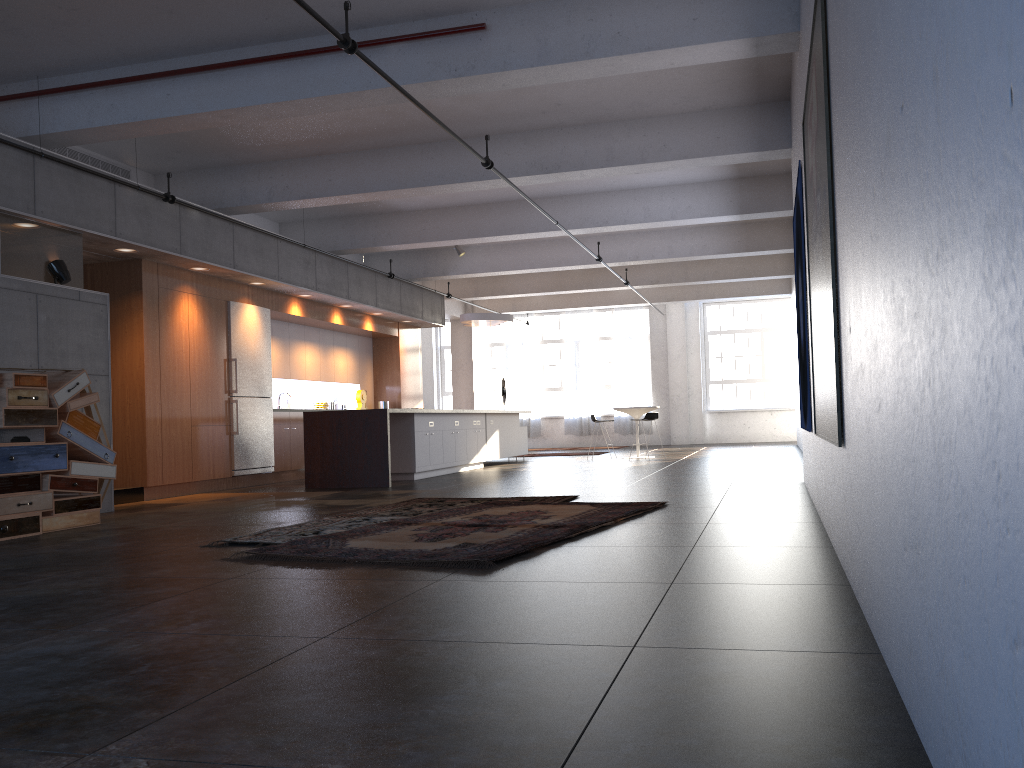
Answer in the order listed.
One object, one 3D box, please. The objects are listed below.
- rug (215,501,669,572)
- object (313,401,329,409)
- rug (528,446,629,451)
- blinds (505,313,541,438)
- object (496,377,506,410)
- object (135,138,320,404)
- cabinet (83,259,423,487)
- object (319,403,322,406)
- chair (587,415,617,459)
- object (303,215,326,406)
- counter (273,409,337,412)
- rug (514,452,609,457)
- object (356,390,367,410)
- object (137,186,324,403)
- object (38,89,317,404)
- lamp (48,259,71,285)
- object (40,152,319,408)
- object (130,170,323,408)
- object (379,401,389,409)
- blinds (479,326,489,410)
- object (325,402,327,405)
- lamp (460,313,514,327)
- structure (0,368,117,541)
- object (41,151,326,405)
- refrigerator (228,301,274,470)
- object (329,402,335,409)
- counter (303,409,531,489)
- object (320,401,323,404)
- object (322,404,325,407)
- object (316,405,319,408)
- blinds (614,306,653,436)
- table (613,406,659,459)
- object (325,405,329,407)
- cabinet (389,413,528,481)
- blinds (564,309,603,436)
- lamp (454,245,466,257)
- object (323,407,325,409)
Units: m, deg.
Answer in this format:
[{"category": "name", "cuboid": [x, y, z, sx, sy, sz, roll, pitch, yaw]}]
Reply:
[{"category": "rug", "cuboid": [-0.190, 0.991, 6.208, 1.847, 0.048, 3.580, -3, -3, 25]}, {"category": "object", "cuboid": [-6.441, 0.739, 8.927, 0.934, 1.214, 13.410, -3, -3, 27]}, {"category": "rug", "cuboid": [1.416, 1.699, 23.197, 3.099, 0.009, 1.834, -3, -3, 14]}, {"category": "blinds", "cuboid": [0.280, -0.341, 24.582, 1.022, 3.673, 0.364, -2, -1, 14]}, {"category": "object", "cuboid": [-0.304, 0.786, 22.623, 1.168, 1.918, 1.067, -2, -2, 15]}, {"category": "object", "cuboid": [-3.199, 0.314, 14.611, 0.051, 0.059, 0.058, 0, -2, -40]}, {"category": "cabinet", "cuboid": [-4.084, 0.051, 14.122, 2.354, 2.561, 8.196, -2, -2, 16]}, {"category": "object", "cuboid": [-3.486, -0.836, 11.870, 0.056, 2.188, 5.660, -2, -2, 6]}, {"category": "chair", "cuboid": [1.658, 1.016, 16.414, 0.508, 0.895, 0.461, -2, -1, -8]}, {"category": "object", "cuboid": [-3.118, 0.357, 14.671, 0.065, 0.053, 0.050, 0, -2, -37]}, {"category": "counter", "cuboid": [-3.493, 0.475, 14.743, 1.590, 0.039, 4.510, -3, -3, 16]}, {"category": "rug", "cuboid": [0.656, 1.556, 19.536, 2.855, 0.029, 1.875, -3, -3, 15]}, {"category": "object", "cuboid": [-2.701, 0.295, 15.922, 0.098, 0.381, 0.277, -2, -2, 16]}, {"category": "object", "cuboid": [-3.120, 0.318, 14.725, 0.062, 0.051, 0.053, -2, -2, 8]}, {"category": "object", "cuboid": [-3.222, 0.331, 14.672, 0.052, 0.053, 0.062, -1, -2, -27]}, {"category": "lamp", "cuboid": [-4.218, -1.028, 8.235, 0.212, 0.258, 0.171, -2, -2, -3]}, {"category": "object", "cuboid": [-3.193, 0.377, 14.677, 0.052, 0.053, 0.061, -1, -2, -32]}, {"category": "object", "cuboid": [-4.100, -1.088, 11.865, 0.057, 2.866, 6.026, -2, -2, 18]}, {"category": "object", "cuboid": [-2.389, 0.410, 16.504, 0.194, 0.170, 0.187, -1, -2, -26]}, {"category": "blinds", "cuboid": [-1.152, -0.275, 24.975, 1.016, 3.711, 0.318, -2, -1, 13]}, {"category": "object", "cuboid": [-3.085, 0.319, 14.687, 0.056, 0.060, 0.054, -3, -2, 38]}, {"category": "lamp", "cuboid": [-0.590, -1.224, 16.927, 1.026, 0.130, 1.061, -1, -3, -28]}, {"category": "structure", "cuboid": [-3.920, 0.521, 6.884, 0.631, 1.314, 1.934, -2, -2, 16]}, {"category": "object", "cuboid": [-3.630, -0.859, 11.272, 0.053, 2.167, 6.909, -2, -2, 8]}, {"category": "refrigerator", "cuboid": [-3.555, 0.035, 11.922, 0.218, 2.190, 0.965, -2, -1, 13]}, {"category": "object", "cuboid": [-3.131, 0.366, 15.373, 0.059, 0.209, 0.146, -2, -2, 16]}, {"category": "counter", "cuboid": [-1.107, 0.918, 14.181, 1.130, 0.970, 6.730, -3, -3, 16]}, {"category": "object", "cuboid": [-4.088, -0.923, 9.822, 0.058, 2.163, 9.977, -2, -2, 10]}, {"category": "object", "cuboid": [-2.989, -0.784, 13.458, 0.053, 2.227, 2.399, -2, -2, -8]}, {"category": "object", "cuboid": [-3.215, 0.364, 14.618, 0.053, 0.053, 0.061, -2, -2, 7]}, {"category": "blinds", "cuboid": [3.221, -0.491, 23.835, 1.020, 3.749, 0.345, -2, -1, 12]}, {"category": "table", "cuboid": [2.345, 0.910, 16.577, 0.820, 0.951, 0.838, -2, -2, 15]}, {"category": "object", "cuboid": [-6.091, -0.843, 9.544, 0.061, 2.209, 12.030, -3, -2, 30]}, {"category": "cabinet", "cuboid": [-0.921, 0.967, 14.771, 0.912, 0.929, 5.711, -2, -3, 16]}, {"category": "blinds", "cuboid": [1.907, -0.426, 24.162, 1.027, 3.695, 0.342, -2, -1, 11]}, {"category": "lamp", "cuboid": [-0.920, -2.353, 15.374, 0.222, 0.286, 0.132, -2, -1, -2]}, {"category": "object", "cuboid": [-2.312, -0.695, 15.823, 0.056, 2.308, 2.976, -3, -2, 35]}]
